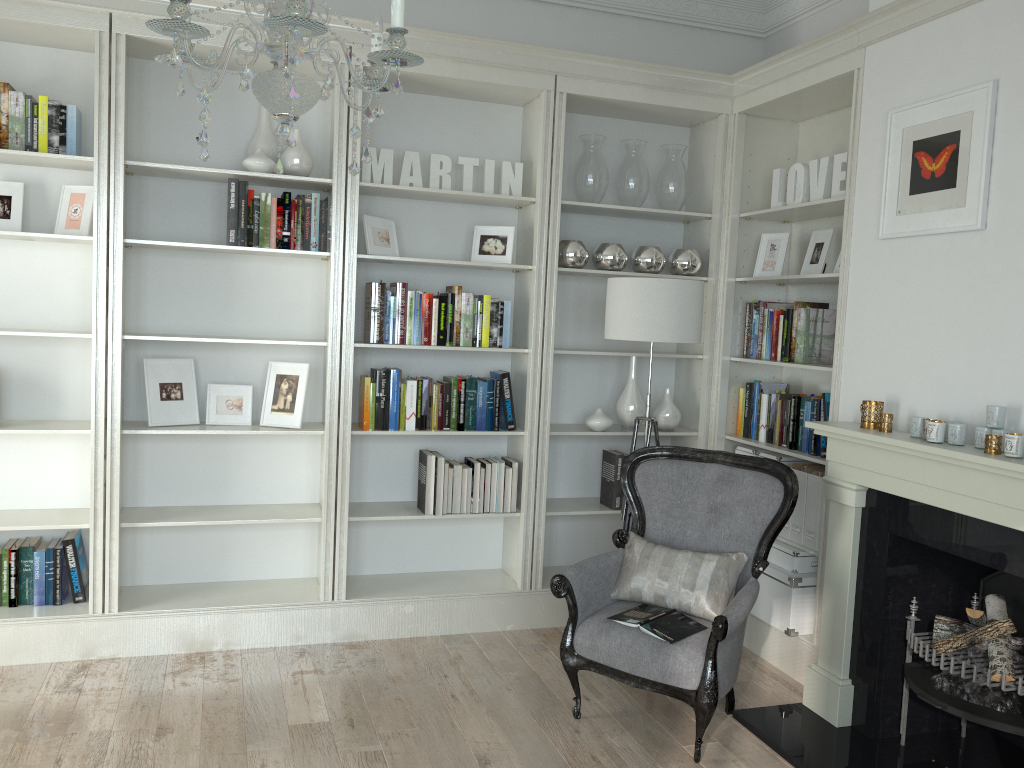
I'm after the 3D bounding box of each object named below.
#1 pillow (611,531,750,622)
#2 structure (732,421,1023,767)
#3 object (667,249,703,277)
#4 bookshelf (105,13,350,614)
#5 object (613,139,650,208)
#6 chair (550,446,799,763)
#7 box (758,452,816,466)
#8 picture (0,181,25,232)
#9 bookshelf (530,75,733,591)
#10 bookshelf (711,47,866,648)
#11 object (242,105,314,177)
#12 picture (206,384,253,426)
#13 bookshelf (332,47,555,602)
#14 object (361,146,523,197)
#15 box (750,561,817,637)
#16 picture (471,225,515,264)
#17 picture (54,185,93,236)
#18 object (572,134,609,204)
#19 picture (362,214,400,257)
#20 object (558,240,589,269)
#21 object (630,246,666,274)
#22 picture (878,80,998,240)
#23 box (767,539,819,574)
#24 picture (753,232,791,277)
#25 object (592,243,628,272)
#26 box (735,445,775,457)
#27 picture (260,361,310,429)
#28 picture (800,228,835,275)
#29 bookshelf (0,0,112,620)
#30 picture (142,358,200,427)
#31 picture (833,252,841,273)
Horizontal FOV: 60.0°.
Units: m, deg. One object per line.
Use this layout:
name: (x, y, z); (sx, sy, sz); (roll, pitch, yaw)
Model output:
pillow: (0.644, 0.773, 3.531); (0.547, 0.263, 0.210); (5, 5, 32)
structure: (1.603, 0.808, 3.002); (1.026, 1.191, 1.432); (1, 5, -18)
object: (0.909, -0.634, 4.660); (0.185, 0.140, 0.185); (3, 4, 1)
bookshelf: (-1.294, -0.264, 4.049); (0.972, 2.523, 0.399); (1, 5, -18)
object: (0.630, -1.086, 4.656); (0.193, 0.362, 0.193); (0, 5, -35)
chair: (0.650, 0.802, 3.495); (0.778, 1.024, 0.763); (6, 5, 37)
box: (1.371, 0.408, 4.371); (0.264, 0.126, 0.179); (1, 5, -18)
picture: (-2.182, -0.757, 3.803); (0.153, 0.228, 0.094); (1, 5, -18)
bookshelf: (0.552, -0.224, 4.659); (0.972, 2.523, 0.399); (1, 5, -18)
bookshelf: (1.411, -0.151, 4.222); (0.399, 2.523, 0.988); (1, 5, -18)
object: (-1.088, -1.136, 4.065); (0.319, 0.397, 0.316); (0, 5, -29)
picture: (-1.325, 0.095, 4.160); (0.206, 0.192, 0.124); (1, 5, -18)
bookshelf: (-0.371, -0.244, 4.354); (0.972, 2.523, 0.399); (1, 5, -18)
object: (-0.329, -1.011, 4.277); (0.790, 0.180, 0.034); (1, 5, -18)
box: (1.291, 0.957, 4.306); (0.374, 0.264, 0.734); (1, 5, -18)
picture: (-0.086, -0.682, 4.362); (0.202, 0.188, 0.124); (4, 4, 12)
picture: (-1.880, -0.746, 3.833); (0.153, 0.228, 0.094); (3, 4, 7)
object: (0.407, -1.091, 4.582); (0.193, 0.362, 0.193); (0, 5, -35)
picture: (-0.643, -0.697, 4.216); (0.124, 0.192, 0.206); (6, 5, 37)
object: (0.295, -0.648, 4.457); (0.185, 0.140, 0.185); (3, 4, 1)
object: (0.704, -0.639, 4.592); (0.185, 0.140, 0.185); (3, 4, 1)
picture: (1.533, -0.794, 3.229); (0.024, 0.496, 0.494); (1, 5, -18)
box: (1.276, 0.778, 4.290); (0.219, 0.099, 0.608); (1, 5, -18)
picture: (1.306, -0.643, 4.442); (0.094, 0.228, 0.153); (-1, 6, -43)
object: (0.500, -0.643, 4.525); (0.185, 0.140, 0.185); (3, 4, 1)
box: (1.308, 0.391, 4.564); (0.264, 0.126, 0.179); (1, 5, -18)
picture: (-1.056, 0.049, 4.153); (0.202, 0.300, 0.124); (4, 4, 12)
picture: (1.455, -0.618, 4.200); (0.094, 0.228, 0.153); (1, 5, -18)
bookshelf: (-2.217, -0.284, 3.744); (0.972, 2.523, 0.399); (1, 5, -18)
picture: (-1.556, 0.034, 4.034); (0.231, 0.300, 0.127); (-1, 6, -43)
picture: (1.484, -0.593, 3.899); (0.094, 0.228, 0.153); (3, 4, 7)
